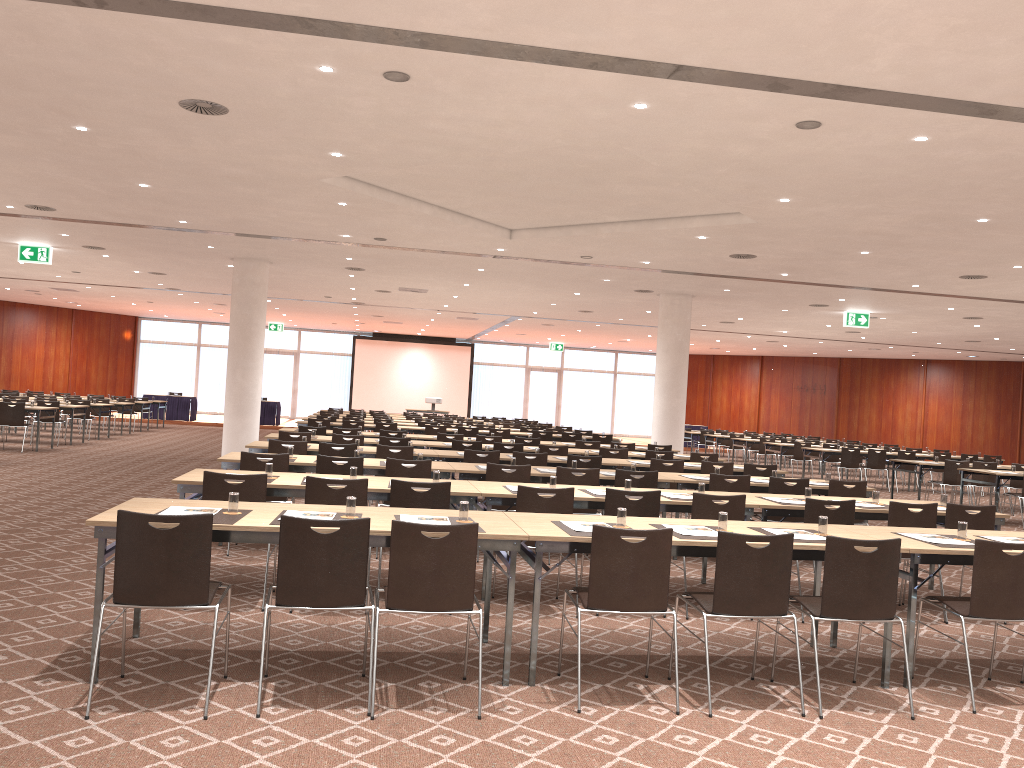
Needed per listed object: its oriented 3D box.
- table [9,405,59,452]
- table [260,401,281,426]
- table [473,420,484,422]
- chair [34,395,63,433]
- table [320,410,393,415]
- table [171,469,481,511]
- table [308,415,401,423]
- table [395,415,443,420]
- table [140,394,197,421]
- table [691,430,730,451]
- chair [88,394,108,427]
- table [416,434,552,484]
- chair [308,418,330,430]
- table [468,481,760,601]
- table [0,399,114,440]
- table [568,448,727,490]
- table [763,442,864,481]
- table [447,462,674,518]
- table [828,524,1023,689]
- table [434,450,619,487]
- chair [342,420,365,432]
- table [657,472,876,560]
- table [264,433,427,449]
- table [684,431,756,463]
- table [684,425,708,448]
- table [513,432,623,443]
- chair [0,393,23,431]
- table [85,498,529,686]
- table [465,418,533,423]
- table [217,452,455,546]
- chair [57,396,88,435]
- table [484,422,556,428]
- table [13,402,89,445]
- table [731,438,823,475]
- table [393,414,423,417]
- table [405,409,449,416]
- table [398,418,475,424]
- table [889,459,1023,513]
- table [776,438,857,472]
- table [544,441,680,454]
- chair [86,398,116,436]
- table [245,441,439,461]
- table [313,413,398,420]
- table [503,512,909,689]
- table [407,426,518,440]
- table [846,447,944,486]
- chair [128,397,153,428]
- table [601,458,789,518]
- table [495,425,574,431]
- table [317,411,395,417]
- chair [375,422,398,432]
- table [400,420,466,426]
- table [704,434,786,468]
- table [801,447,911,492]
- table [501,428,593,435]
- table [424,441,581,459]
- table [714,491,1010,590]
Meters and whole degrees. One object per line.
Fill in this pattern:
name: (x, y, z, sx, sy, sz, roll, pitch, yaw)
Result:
table: (-10.223, 0.821, 17.280, 2.267, 0.833, 0.953, 4, -1, -9)
table: (-8.956, 0.990, 30.893, 1.712, 0.832, 1.041, 4, -1, -9)
table: (-0.169, 1.578, 27.057, 2.267, 0.833, 0.953, 4, -1, -9)
chair: (-11.784, 0.758, 22.556, 0.536, 0.939, 0.614, 3, 0, -9)
table: (-4.966, 1.310, 28.289, 2.267, 0.833, 0.953, 4, -1, -9)
table: (-1.454, 1.185, 7.078, 2.267, 0.833, 0.953, 4, -1, -9)
table: (-3.986, 1.275, 22.369, 2.267, 0.833, 0.953, 4, -1, -9)
table: (-2.404, 1.438, 26.686, 2.267, 0.833, 0.953, 4, -1, -9)
table: (-11.756, 0.815, 30.428, 1.712, 0.832, 1.041, 4, -1, -9)
table: (6.238, 2.011, 30.147, 2.267, 0.833, 0.953, 4, -1, -9)
chair: (-12.350, 0.784, 26.375, 0.536, 0.939, 0.613, 4, 0, -11)
table: (-0.525, 1.371, 15.341, 2.267, 0.833, 0.953, 4, -1, -9)
chair: (-3.868, 1.155, 17.727, 0.536, 0.939, 0.614, 3, 0, -8)
table: (0.782, 1.324, 7.448, 2.267, 0.833, 0.953, 4, -1, -9)
table: (-10.876, 0.844, 21.226, 2.267, 0.833, 0.953, 4, -1, -9)
table: (2.037, 1.499, 13.739, 2.267, 0.833, 0.953, 4, -1, -9)
table: (7.545, 1.964, 22.255, 2.267, 0.833, 0.953, 4, -1, -9)
table: (0.455, 1.336, 9.422, 2.267, 0.833, 0.953, 4, -1, -9)
table: (3.344, 1.452, 5.846, 2.267, 0.833, 0.953, 4, -1, -9)
table: (0.128, 1.348, 11.395, 2.267, 0.833, 0.953, 4, -1, -9)
chair: (-3.218, 1.197, 17.878, 0.536, 0.939, 0.614, 3, 0, -9)
table: (2.690, 1.476, 9.792, 2.267, 0.833, 0.953, 4, -1, -9)
table: (-2.434, 1.220, 12.997, 2.267, 0.833, 0.953, 4, -1, -9)
table: (6.565, 1.999, 28.174, 2.267, 0.833, 0.953, 4, -1, -9)
table: (6.476, 1.955, 33.452, 1.712, 0.832, 1.041, 4, -1, -9)
table: (1.138, 1.531, 19.165, 2.267, 0.833, 0.953, 4, -1, -9)
chair: (-12.696, 0.700, 22.345, 0.536, 0.939, 0.613, 4, 0, -12)
table: (-1.127, 1.173, 5.105, 2.267, 0.833, 0.953, 4, -1, -9)
table: (-0.495, 1.590, 29.030, 2.267, 0.833, 0.953, 4, -1, -9)
table: (-1.781, 1.196, 9.051, 2.267, 0.833, 0.953, 4, -1, -9)
chair: (-11.161, 0.796, 22.600, 0.536, 0.939, 0.614, 3, 0, -7)
table: (0.158, 1.566, 25.084, 2.267, 0.833, 0.953, 4, -1, -9)
table: (-10.550, 0.833, 19.253, 2.267, 0.833, 0.953, 4, -1, -9)
table: (7.218, 1.976, 24.228, 2.267, 0.833, 0.953, 4, -1, -9)
table: (-2.731, 1.450, 28.659, 2.267, 0.833, 0.953, 4, -1, -9)
table: (-3.067, 1.359, 31.886, 1.540, 0.832, 0.953, 4, -1, -9)
table: (-2.077, 1.427, 24.713, 2.267, 0.833, 0.953, 4, -1, -9)
table: (8.444, 1.932, 16.828, 2.267, 0.833, 0.953, 4, -1, -9)
table: (9.127, 2.127, 26.572, 2.267, 0.833, 0.953, 4, -1, -9)
table: (1.710, 1.511, 15.712, 2.267, 0.833, 0.953, 4, -1, -9)
chair: (-10.470, 0.838, 22.632, 0.536, 0.939, 0.614, 3, 0, -7)
table: (-2.107, 1.208, 11.024, 2.267, 0.833, 0.953, 4, -1, -9)
table: (-4.313, 1.287, 24.342, 2.267, 0.833, 0.953, 4, -1, -9)
table: (1.108, 1.313, 5.475, 2.267, 0.833, 0.953, 4, -1, -9)
table: (-1.097, 1.392, 18.794, 2.267, 0.833, 0.953, 4, -1, -9)
table: (9.781, 2.104, 22.625, 2.267, 0.833, 0.953, 4, -1, -9)
chair: (-11.112, 0.862, 26.580, 0.536, 0.939, 0.614, 4, 0, -9)
table: (2.364, 1.487, 11.765, 2.267, 0.833, 0.953, 4, -1, -9)
table: (0.485, 1.555, 23.111, 2.267, 0.833, 0.953, 4, -1, -9)
table: (-4.639, 1.299, 26.316, 2.267, 0.833, 0.953, 4, -1, -9)
chair: (-2.563, 1.236, 17.909, 0.536, 0.939, 0.614, 3, 0, -9)
table: (-1.750, 1.415, 22.740, 2.267, 0.833, 0.953, 4, -1, -9)
table: (6.892, 1.987, 26.201, 2.267, 0.833, 0.953, 4, -1, -9)
table: (7.872, 1.952, 20.281, 2.267, 0.833, 0.953, 4, -1, -9)
table: (0.812, 1.543, 21.138, 2.267, 0.833, 0.953, 4, -1, -9)
table: (-0.199, 1.359, 13.368, 2.267, 0.833, 0.953, 4, -1, -9)
table: (3.017, 1.464, 7.819, 2.267, 0.833, 0.953, 4, -1, -9)
